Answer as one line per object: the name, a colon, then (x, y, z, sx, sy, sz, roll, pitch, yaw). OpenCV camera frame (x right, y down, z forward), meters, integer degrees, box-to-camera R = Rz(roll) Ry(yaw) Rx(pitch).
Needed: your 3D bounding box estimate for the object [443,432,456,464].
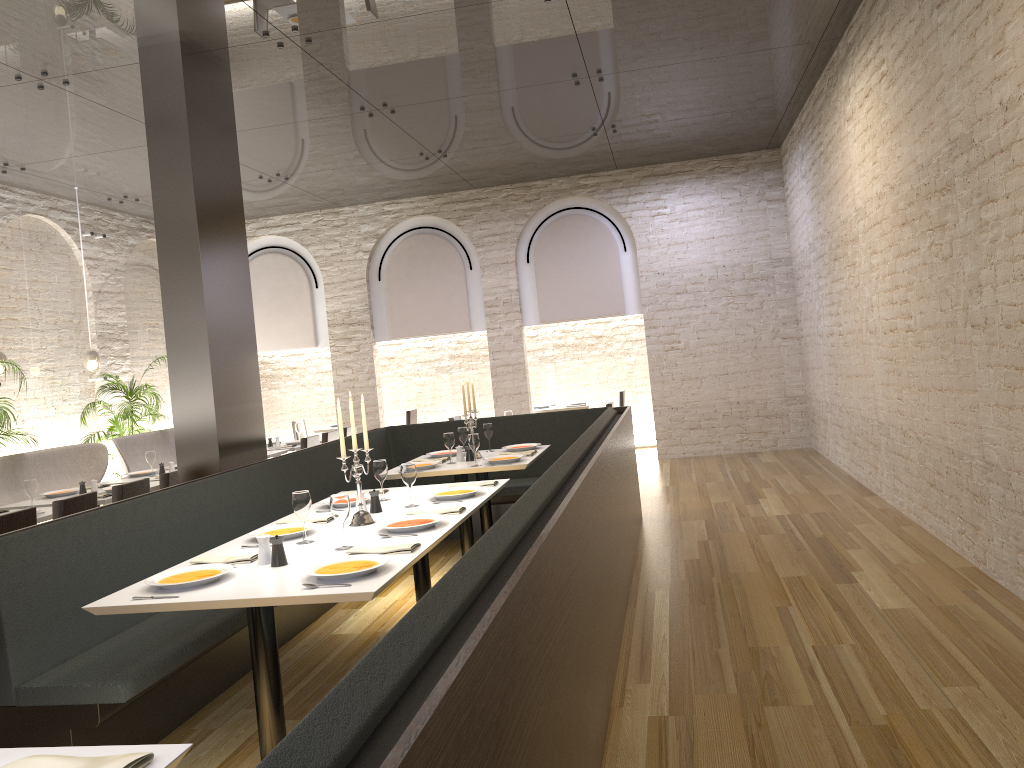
object: (-0.466, 0.483, 6.650, 0.087, 0.231, 0.086, -5, -1, -44)

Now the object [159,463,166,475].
object: (-3.223, 0.778, 8.158, 0.059, 0.109, 0.059, -5, 0, -44)

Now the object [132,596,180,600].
object: (-1.277, 0.765, 3.181, 0.185, 0.010, 0.017, -5, 1, 10)

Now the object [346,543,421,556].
object: (-0.523, 0.675, 3.616, 0.272, 0.033, 0.143, -5, 1, 10)

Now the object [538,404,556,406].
object: (0.502, 0.323, 13.104, 0.272, 0.033, 0.143, -5, 1, 10)

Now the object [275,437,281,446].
object: (-2.752, 0.672, 10.399, 0.059, 0.109, 0.059, -5, 0, -44)

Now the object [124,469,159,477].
object: (-3.447, 0.837, 8.267, 0.322, 0.036, 0.321, -7, 2, -42)

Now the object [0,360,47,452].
object: (-4.808, 0.783, 7.820, 1.147, 1.976, 1.185, -5, 0, -39)

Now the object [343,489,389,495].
object: (-0.901, 0.666, 5.394, 0.272, 0.033, 0.143, -5, 1, 10)

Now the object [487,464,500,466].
object: (-0.089, 0.563, 6.221, 0.181, 0.015, 0.038, -5, 1, 12)

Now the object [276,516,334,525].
object: (-1.052, 0.703, 4.547, 0.272, 0.033, 0.143, -5, 1, 10)

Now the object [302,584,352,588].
object: (-0.647, 0.702, 3.091, 0.181, 0.015, 0.038, -5, 1, 12)

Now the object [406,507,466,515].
object: (-0.378, 0.639, 4.427, 0.272, 0.033, 0.143, -5, 1, 10)

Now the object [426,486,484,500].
object: (-0.316, 0.612, 4.932, 0.321, 0.036, 0.321, -6, 1, 6)

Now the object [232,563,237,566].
object: (-1.201, 0.743, 3.605, 0.181, 0.015, 0.038, -5, 1, 12)

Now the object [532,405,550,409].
object: (0.424, 0.332, 12.771, 0.322, 0.036, 0.321, -7, 2, -45)

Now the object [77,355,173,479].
object: (-4.360, 0.675, 10.242, 1.146, 1.976, 1.187, -6, 0, -9)

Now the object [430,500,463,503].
object: (-0.352, 0.628, 4.748, 0.181, 0.015, 0.038, -5, 1, 12)

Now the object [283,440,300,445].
object: (-2.526, 0.690, 10.380, 0.322, 0.036, 0.321, -7, 2, -42)

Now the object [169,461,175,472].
object: (-3.146, 0.770, 8.191, 0.059, 0.109, 0.059, -5, 0, -44)

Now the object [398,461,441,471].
object: (-0.675, 0.607, 6.512, 0.322, 0.036, 0.321, -6, 2, -14)

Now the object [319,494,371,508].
object: (-0.937, 0.671, 5.045, 0.321, 0.036, 0.321, -6, 1, 6)

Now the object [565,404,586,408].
object: (0.886, 0.305, 12.321, 0.272, 0.033, 0.143, -5, 1, 10)

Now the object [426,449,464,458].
object: (-0.544, 0.574, 7.246, 0.321, 0.036, 0.321, -6, 1, 6)

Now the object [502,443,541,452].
object: (0.077, 0.515, 7.133, 0.322, 0.036, 0.321, -7, 2, -31)

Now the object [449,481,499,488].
object: (-0.227, 0.602, 5.273, 0.272, 0.033, 0.143, -5, 1, 10)

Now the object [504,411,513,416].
object: (-0.027, 0.383, 8.785, 0.086, 0.231, 0.086, -6, -1, 40)

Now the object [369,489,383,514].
object: (-0.720, 0.617, 4.662, 0.069, 0.127, 0.069, -6, 0, 4)

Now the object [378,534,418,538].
object: (-0.503, 0.666, 3.902, 0.181, 0.015, 0.038, -5, 1, 12)

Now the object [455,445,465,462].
object: (-0.397, 0.530, 6.740, 0.069, 0.127, 0.068, -5, 0, -38)

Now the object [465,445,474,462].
object: (-0.322, 0.524, 6.703, 0.069, 0.127, 0.068, -5, 0, -38)

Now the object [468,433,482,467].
object: (-0.265, 0.471, 6.322, 0.087, 0.231, 0.086, -5, -1, -44)

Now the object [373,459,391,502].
object: (-0.748, 0.552, 5.072, 0.086, 0.231, 0.086, -6, -1, 22)

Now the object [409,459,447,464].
object: (-0.651, 0.604, 6.794, 0.272, 0.033, 0.143, -5, 1, 10)

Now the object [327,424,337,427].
object: (-2.613, 0.621, 13.314, 0.322, 0.036, 0.321, -7, 2, -45)

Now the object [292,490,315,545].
object: (-0.941, 0.600, 3.989, 0.086, 0.231, 0.086, -6, -1, 10)

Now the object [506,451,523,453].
object: (0.043, 0.531, 6.957, 0.181, 0.015, 0.038, -5, 1, 12)

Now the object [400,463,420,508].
object: (-0.547, 0.541, 4.744, 0.086, 0.231, 0.086, -6, -1, 22)

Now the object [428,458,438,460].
object: (-0.582, 0.593, 7.073, 0.185, 0.010, 0.017, -5, 1, 10)

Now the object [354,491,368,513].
object: (-0.800, 0.625, 4.679, 0.069, 0.127, 0.069, -6, 0, 4)

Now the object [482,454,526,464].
object: (-0.054, 0.548, 6.399, 0.322, 0.036, 0.321, -6, 2, -14)

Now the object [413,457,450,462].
object: (-0.624, 0.597, 6.946, 0.272, 0.033, 0.143, -5, 1, 10)

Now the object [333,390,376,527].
object: (-0.764, 0.358, 4.340, 0.131, 0.657, 0.390, -6, 0, 21)

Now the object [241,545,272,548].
object: (-1.132, 0.729, 3.991, 0.185, 0.010, 0.017, -5, 1, 10)

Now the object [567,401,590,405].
object: (0.950, 0.282, 12.675, 0.322, 0.036, 0.321, -7, 2, -45)

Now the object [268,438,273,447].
object: (-2.829, 0.681, 10.367, 0.059, 0.109, 0.059, -5, 0, -44)

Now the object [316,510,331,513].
object: (-0.981, 0.692, 4.837, 0.185, 0.010, 0.017, -5, 1, 10)

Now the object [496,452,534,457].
object: (0.022, 0.540, 6.667, 0.272, 0.033, 0.143, -5, 1, 10)

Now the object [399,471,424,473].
object: (-0.718, 0.627, 6.310, 0.185, 0.010, 0.017, -5, 1, 10)

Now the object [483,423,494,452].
object: (-0.189, 0.439, 7.253, 0.086, 0.231, 0.086, -5, -1, -20)

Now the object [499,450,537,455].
object: (0.049, 0.533, 6.819, 0.272, 0.033, 0.143, -5, 1, 10)

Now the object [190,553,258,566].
object: (-1.197, 0.739, 3.737, 0.272, 0.033, 0.143, -5, 1, 10)

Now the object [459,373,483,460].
object: (-0.319, 0.248, 6.836, 0.131, 0.657, 0.390, -6, 0, 21)

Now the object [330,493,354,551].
object: (-0.722, 0.584, 3.762, 0.086, 0.231, 0.086, -5, -1, -38)

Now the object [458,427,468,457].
object: (-0.386, 0.463, 7.098, 0.087, 0.231, 0.086, -5, -1, -44)
